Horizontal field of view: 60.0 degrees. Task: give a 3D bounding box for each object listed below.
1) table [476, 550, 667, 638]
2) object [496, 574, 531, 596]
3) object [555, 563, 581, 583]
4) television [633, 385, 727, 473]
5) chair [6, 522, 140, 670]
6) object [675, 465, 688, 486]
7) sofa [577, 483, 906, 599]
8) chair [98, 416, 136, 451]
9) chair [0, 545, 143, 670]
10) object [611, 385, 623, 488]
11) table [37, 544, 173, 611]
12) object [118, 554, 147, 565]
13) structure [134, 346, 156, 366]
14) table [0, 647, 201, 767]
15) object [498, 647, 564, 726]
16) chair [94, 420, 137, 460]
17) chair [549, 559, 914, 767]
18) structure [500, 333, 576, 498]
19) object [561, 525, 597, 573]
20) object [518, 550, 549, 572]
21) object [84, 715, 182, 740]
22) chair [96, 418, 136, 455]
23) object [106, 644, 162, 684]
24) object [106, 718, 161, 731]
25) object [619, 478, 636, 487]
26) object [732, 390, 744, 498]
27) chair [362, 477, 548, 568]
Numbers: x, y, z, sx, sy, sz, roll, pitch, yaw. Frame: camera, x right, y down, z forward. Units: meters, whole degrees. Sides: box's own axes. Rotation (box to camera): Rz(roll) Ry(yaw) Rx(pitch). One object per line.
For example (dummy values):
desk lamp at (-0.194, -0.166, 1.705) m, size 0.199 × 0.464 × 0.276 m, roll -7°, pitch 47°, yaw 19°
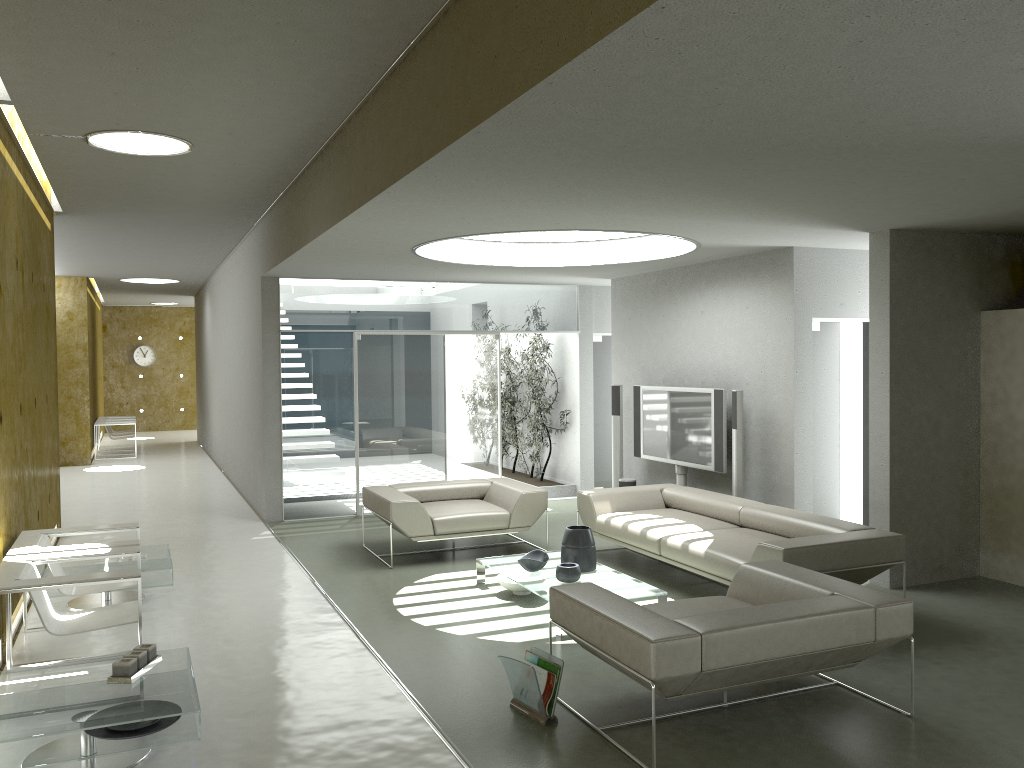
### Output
table at (0.377, 1.478, 6.435) m, size 0.790 × 0.200 × 1.500 m, roll -1°, pitch 2°, yaw -23°
object at (0.073, 1.513, 6.670) m, size 0.387 × 0.124 × 0.387 m, roll 1°, pitch 2°, yaw 39°
object at (0.394, 1.327, 6.223) m, size 0.177 × 0.113 × 0.177 m, roll -2°, pitch 2°, yaw -42°
television at (1.688, 0.420, 8.902) m, size 0.127 × 0.781 × 1.603 m, roll -1°, pitch 2°, yaw -23°
chair at (-2.733, 1.300, 5.609) m, size 0.710 × 0.667 × 0.800 m, roll -1°, pitch 2°, yaw -23°
object at (1.646, 1.155, 8.900) m, size 0.323 × 0.689 × 0.882 m, roll -1°, pitch 2°, yaw -23°
sofa at (1.589, 1.257, 6.943) m, size 1.037 × 0.585 × 2.791 m, roll -1°, pitch 2°, yaw -23°
chair at (-8.212, 1.025, 18.457) m, size 0.710 × 0.667 × 0.800 m, roll -1°, pitch 2°, yaw -23°
chair at (-2.397, 1.316, 4.821) m, size 0.710 × 0.667 × 0.800 m, roll -1°, pitch 2°, yaw -23°
object at (1.189, 0.742, 9.943) m, size 0.310 × 1.469 × 0.310 m, roll -1°, pitch 1°, yaw 4°
table at (-3.011, 1.461, 6.581) m, size 0.900 × 0.300 × 0.900 m, roll -1°, pitch 2°, yaw -23°
object at (-2.793, 1.296, 6.529) m, size 0.197 × 0.029 × 0.189 m, roll -1°, pitch 2°, yaw -23°
structure at (-9.577, -0.729, 23.133) m, size 0.547 × 0.539 × 0.016 m, roll -1°, pitch 2°, yaw -23°
table at (-1.894, 1.517, 3.961) m, size 0.900 × 0.300 × 0.900 m, roll -1°, pitch 2°, yaw -23°
object at (0.092, 1.490, 4.383) m, size 0.216 × 0.288 × 0.329 m, roll -2°, pitch 2°, yaw -33°
chair at (-7.540, 1.059, 16.882) m, size 0.710 × 0.667 × 0.800 m, roll -1°, pitch 2°, yaw -23°
chair at (1.066, 1.330, 4.466) m, size 1.481 × 0.583 × 1.039 m, roll -1°, pitch 2°, yaw -23°
structure at (-0.109, 0.124, 12.736) m, size 0.646 × 2.589 × 3.371 m, roll -1°, pitch 2°, yaw -24°
object at (0.493, 1.218, 6.572) m, size 0.265 × 0.309 × 0.265 m, roll -2°, pitch 2°, yaw -40°
object at (0.157, 1.315, 6.540) m, size 0.223 × 0.125 × 0.317 m, roll 0°, pitch 2°, yaw 14°
object at (-1.648, 1.473, 3.864) m, size 0.394 × 0.027 × 0.394 m, roll -2°, pitch 2°, yaw -40°
chair at (-7.876, 1.042, 17.670) m, size 0.710 × 0.667 × 0.800 m, roll -1°, pitch 2°, yaw -23°
object at (-1.781, 1.311, 4.192) m, size 0.118 × 0.097 × 0.326 m, roll -1°, pitch 1°, yaw 2°
object at (-1.648, 1.470, 3.864) m, size 0.239 × 0.027 × 0.239 m, roll -1°, pitch 1°, yaw -6°
object at (1.243, 1.256, 9.554) m, size 0.175 × 0.461 × 0.185 m, roll -1°, pitch 2°, yaw -29°
object at (2.005, 0.788, 7.858) m, size 0.310 × 1.469 × 0.310 m, roll 1°, pitch 2°, yaw 44°
chair at (-0.542, 1.249, 8.236) m, size 1.481 × 0.583 × 1.039 m, roll -1°, pitch 2°, yaw -23°
